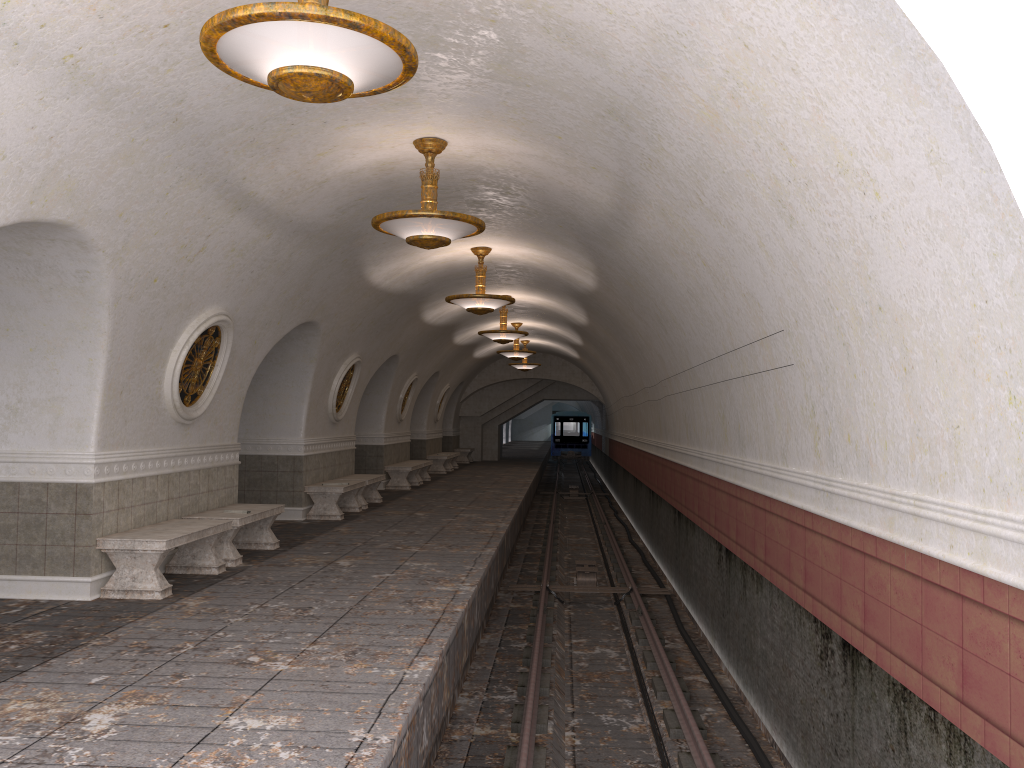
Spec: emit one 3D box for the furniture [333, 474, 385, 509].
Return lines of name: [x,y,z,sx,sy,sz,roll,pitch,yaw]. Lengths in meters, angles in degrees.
furniture: [-2.717,1.914,15.864,0.613,0.508,1.509,1,-2,3]

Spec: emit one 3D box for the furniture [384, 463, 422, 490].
furniture: [-2.463,2.097,20.192,0.613,0.508,1.509,1,-2,3]

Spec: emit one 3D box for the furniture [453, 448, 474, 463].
furniture: [-1.748,2.615,32.425,0.613,0.508,1.509,1,-2,3]

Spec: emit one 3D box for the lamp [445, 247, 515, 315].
lamp: [-0.450,-1.460,12.718,1.008,0.955,1.008,1,-2,-13]

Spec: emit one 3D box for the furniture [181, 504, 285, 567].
furniture: [-3.067,1.661,9.871,0.613,0.508,1.509,1,-2,3]

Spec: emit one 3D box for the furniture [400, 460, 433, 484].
furniture: [-2.365,2.168,21.870,0.613,0.508,1.509,1,-2,3]

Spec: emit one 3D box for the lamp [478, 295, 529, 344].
lamp: [-0.168,-1.256,17.535,1.008,0.955,1.008,0,-3,19]

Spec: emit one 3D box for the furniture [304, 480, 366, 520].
furniture: [-2.815,1.843,14.187,0.613,0.508,1.509,1,-2,3]

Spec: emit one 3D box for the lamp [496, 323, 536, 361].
lamp: [0.113,-1.052,22.351,1.008,0.955,1.008,0,-3,19]

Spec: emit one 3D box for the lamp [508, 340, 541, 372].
lamp: [0.395,-0.848,27.168,1.008,0.955,1.008,3,-3,-41]

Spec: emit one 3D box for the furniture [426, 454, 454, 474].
furniture: [-2.116,2.349,26.139,0.613,0.508,1.509,1,-2,3]

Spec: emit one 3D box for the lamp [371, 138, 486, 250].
lamp: [-0.734,-1.665,7.868,1.008,0.955,1.008,1,-2,-13]

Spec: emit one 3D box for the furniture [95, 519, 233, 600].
furniture: [-3.165,1.590,8.194,0.613,0.508,1.509,1,-2,3]

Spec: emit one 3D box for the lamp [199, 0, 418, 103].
lamp: [-0.947,-1.820,4.223,1.008,0.955,1.008,3,-3,-41]

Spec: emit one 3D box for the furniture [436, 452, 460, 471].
furniture: [-2.018,2.420,27.817,0.613,0.508,1.509,1,-2,3]
